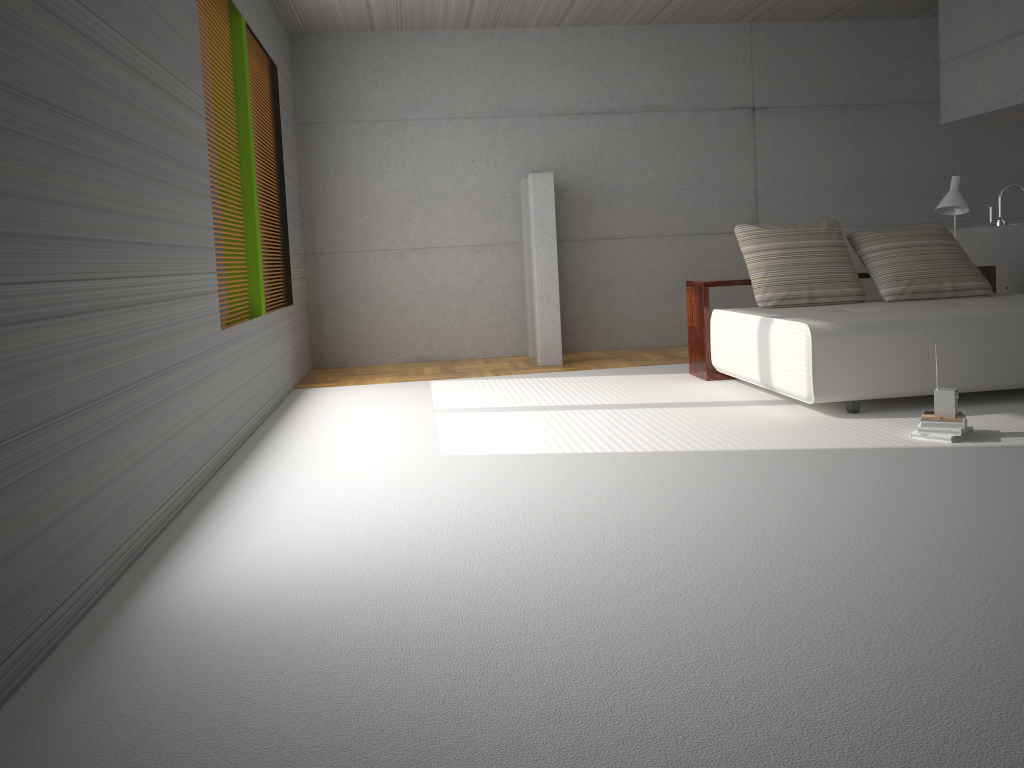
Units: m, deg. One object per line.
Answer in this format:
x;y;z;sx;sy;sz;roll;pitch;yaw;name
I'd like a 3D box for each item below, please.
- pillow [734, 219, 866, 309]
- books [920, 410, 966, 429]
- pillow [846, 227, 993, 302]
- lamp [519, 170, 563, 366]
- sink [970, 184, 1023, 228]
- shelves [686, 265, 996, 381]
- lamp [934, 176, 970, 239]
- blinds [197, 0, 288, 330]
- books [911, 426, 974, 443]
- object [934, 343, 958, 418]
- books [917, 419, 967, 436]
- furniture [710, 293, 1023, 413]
2.056;-0.860;6.297;0.801;0.606;0.493;-4;6;-7;pillow
2.074;0.170;4.250;0.189;0.032;0.267;1;9;28;books
2.913;-0.860;6.342;0.807;0.514;0.582;-4;6;-5;pillow
0.257;-1.052;8.048;0.200;1.682;0.802;-3;5;-6;lamp
4.473;-1.395;7.208;0.766;0.536;1.715;-4;8;-6;sink
2.479;-0.479;6.673;2.251;0.712;0.402;-4;5;-6;shelves
3.396;-1.248;6.764;0.324;0.696;0.245;-5;5;-25;lamp
-1.761;-1.349;5.731;0.012;2.032;3.556;-3;7;-6;blinds
2.071;0.234;4.252;0.266;0.032;0.189;-10;11;-41;books
2.049;-0.020;4.194;0.090;0.364;0.187;0;5;34;object
2.069;0.202;4.250;0.189;0.032;0.266;2;10;33;books
2.583;-0.245;5.692;2.169;0.519;1.624;-4;8;-6;furniture
